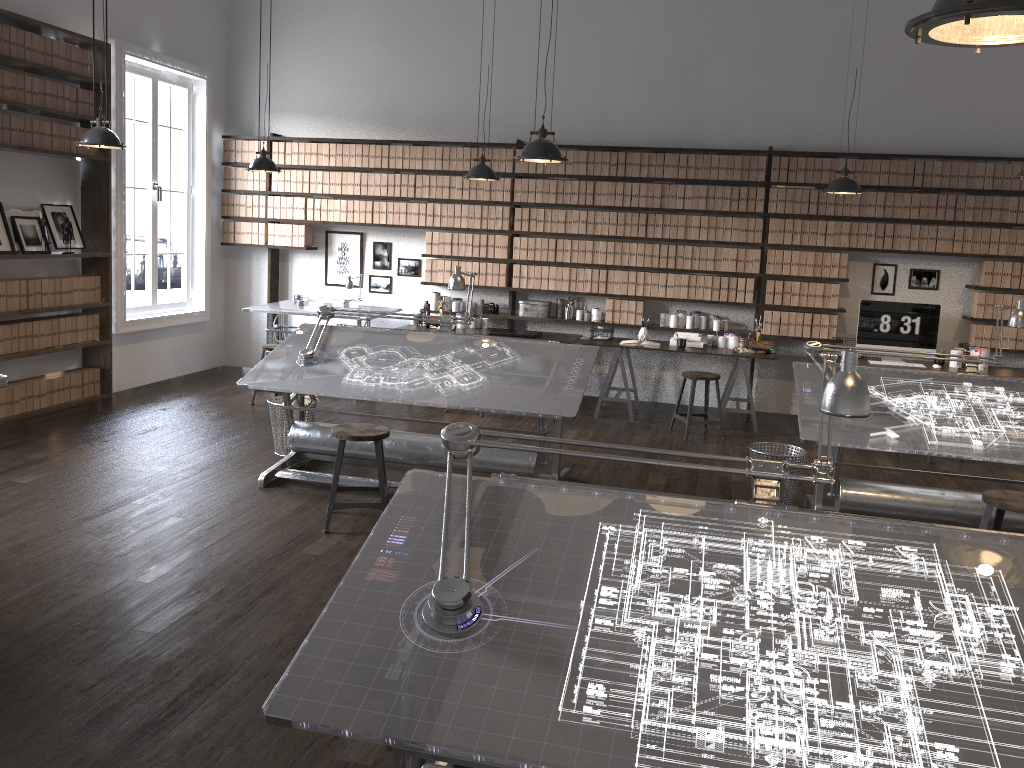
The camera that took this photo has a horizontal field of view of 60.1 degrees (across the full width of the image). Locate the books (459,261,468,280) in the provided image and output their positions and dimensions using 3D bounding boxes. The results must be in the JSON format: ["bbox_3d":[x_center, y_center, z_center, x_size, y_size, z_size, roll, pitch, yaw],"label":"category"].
[{"bbox_3d":[-0.472,-1.101,8.749,0.067,0.224,0.175,5,8,13],"label":"books"}]

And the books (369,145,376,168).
[{"bbox_3d":[-1.363,-2.263,8.832,0.067,0.224,0.175,5,8,13],"label":"books"}]

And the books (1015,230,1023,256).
[{"bbox_3d":[4.327,-1.207,7.579,0.067,0.224,0.175,5,8,13],"label":"books"}]

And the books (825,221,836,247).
[{"bbox_3d":[2.839,-1.342,7.924,0.067,0.224,0.175,5,8,13],"label":"books"}]

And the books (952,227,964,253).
[{"bbox_3d":[3.856,-1.250,7.687,0.067,0.224,0.175,5,8,13],"label":"books"}]

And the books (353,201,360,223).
[{"bbox_3d":[-1.535,-1.732,8.932,0.067,0.224,0.175,5,8,13],"label":"books"}]

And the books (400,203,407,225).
[{"bbox_3d":[-1.055,-1.688,8.817,0.067,0.224,0.175,5,8,13],"label":"books"}]

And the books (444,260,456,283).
[{"bbox_3d":[-0.609,-1.113,8.775,0.067,0.224,0.175,5,8,13],"label":"books"}]

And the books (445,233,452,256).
[{"bbox_3d":[-0.603,-1.380,8.743,0.067,0.224,0.175,5,8,13],"label":"books"}]

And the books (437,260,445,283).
[{"bbox_3d":[-0.679,-1.119,8.793,0.067,0.224,0.175,5,8,13],"label":"books"}]

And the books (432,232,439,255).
[{"bbox_3d":[-0.728,-1.391,8.775,0.067,0.224,0.175,5,8,13],"label":"books"}]

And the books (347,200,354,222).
[{"bbox_3d":[-1.598,-1.737,8.942,0.067,0.224,0.175,5,8,13],"label":"books"}]

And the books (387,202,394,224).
[{"bbox_3d":[-1.188,-1.701,8.854,0.067,0.224,0.175,5,8,13],"label":"books"}]

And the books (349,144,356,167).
[{"bbox_3d":[-1.565,-2.281,8.878,0.067,0.224,0.175,5,8,13],"label":"books"}]

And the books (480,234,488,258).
[{"bbox_3d":[-0.257,-1.349,8.664,0.067,0.224,0.175,5,8,13],"label":"books"}]

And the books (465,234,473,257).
[{"bbox_3d":[-0.399,-1.362,8.698,0.067,0.224,0.175,5,8,13],"label":"books"}]

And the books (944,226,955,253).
[{"bbox_3d":[3.786,-1.256,7.703,0.067,0.224,0.175,5,8,13],"label":"books"}]

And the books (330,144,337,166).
[{"bbox_3d":[-1.769,-2.299,8.923,0.067,0.224,0.175,5,8,13],"label":"books"}]

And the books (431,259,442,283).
[{"bbox_3d":[-0.740,-1.125,8.809,0.067,0.224,0.175,5,8,13],"label":"books"}]

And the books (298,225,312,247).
[{"bbox_3d":[-2.122,-1.518,9.097,0.067,0.224,0.175,5,8,13],"label":"books"}]

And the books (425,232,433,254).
[{"bbox_3d":[-0.799,-1.398,8.789,0.067,0.224,0.175,5,8,13],"label":"books"}]

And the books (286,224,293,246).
[{"bbox_3d":[-2.259,-1.529,9.124,0.067,0.224,0.175,5,8,13],"label":"books"}]

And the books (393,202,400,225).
[{"bbox_3d":[-1.119,-1.695,8.838,0.067,0.224,0.175,5,8,13],"label":"books"}]

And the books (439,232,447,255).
[{"bbox_3d":[-0.666,-1.386,8.762,0.067,0.224,0.175,5,8,13],"label":"books"}]

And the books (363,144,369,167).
[{"bbox_3d":[-1.425,-2.268,8.842,0.067,0.224,0.175,5,8,13],"label":"books"}]

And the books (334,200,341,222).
[{"bbox_3d":[-1.737,-1.750,8.977,0.067,0.224,0.175,5,8,13],"label":"books"}]

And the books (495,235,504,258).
[{"bbox_3d":[-0.111,-1.336,8.634,0.067,0.224,0.175,5,8,13],"label":"books"}]

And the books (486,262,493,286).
[{"bbox_3d":[-0.202,-1.076,8.684,0.067,0.224,0.175,5,8,13],"label":"books"}]

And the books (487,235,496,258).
[{"bbox_3d":[-0.184,-1.343,8.653,0.067,0.224,0.175,5,8,13],"label":"books"}]

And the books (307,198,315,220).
[{"bbox_3d":[-2.021,-1.776,9.043,0.067,0.224,0.175,5,8,13],"label":"books"}]

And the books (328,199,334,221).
[{"bbox_3d":[-1.804,-1.757,8.997,0.067,0.224,0.175,5,8,13],"label":"books"}]

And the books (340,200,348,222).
[{"bbox_3d":[-1.668,-1.743,8.958,0.067,0.224,0.175,5,8,13],"label":"books"}]

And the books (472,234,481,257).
[{"bbox_3d":[-0.329,-1.356,8.686,0.067,0.224,0.175,5,8,13],"label":"books"}]

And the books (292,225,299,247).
[{"bbox_3d":[-2.189,-1.524,9.115,0.067,0.224,0.175,5,8,13],"label":"books"}]

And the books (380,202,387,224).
[{"bbox_3d":[-1.258,-1.707,8.866,0.067,0.224,0.175,5,8,13],"label":"books"}]

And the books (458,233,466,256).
[{"bbox_3d":[-0.467,-1.368,8.718,0.067,0.224,0.175,5,8,13],"label":"books"}]

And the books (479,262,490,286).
[{"bbox_3d":[-0.265,-1.081,8.694,0.067,0.224,0.175,5,8,13],"label":"books"}]

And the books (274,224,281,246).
[{"bbox_3d":[-2.384,-1.541,9.156,0.067,0.224,0.175,5,8,13],"label":"books"}]

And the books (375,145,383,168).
[{"bbox_3d":[-1.298,-2.258,8.820,0.067,0.224,0.175,5,8,13],"label":"books"}]

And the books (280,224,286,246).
[{"bbox_3d":[-2.322,-1.536,9.143,0.067,0.224,0.175,5,8,13],"label":"books"}]

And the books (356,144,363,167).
[{"bbox_3d":[-1.495,-2.274,8.858,0.067,0.224,0.175,5,8,13],"label":"books"}]

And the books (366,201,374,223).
[{"bbox_3d":[-1.400,-1.719,8.898,0.067,0.224,0.175,5,8,13],"label":"books"}]

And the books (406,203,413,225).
[{"bbox_3d":[-0.989,-1.683,8.807,0.067,0.224,0.175,5,8,13],"label":"books"}]

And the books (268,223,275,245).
[{"bbox_3d":[-2.455,-1.547,9.170,0.067,0.224,0.175,5,8,13],"label":"books"}]

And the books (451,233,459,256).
[{"bbox_3d":[-0.536,-1.375,8.733,0.067,0.224,0.175,5,8,13],"label":"books"}]

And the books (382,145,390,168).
[{"bbox_3d":[-1.228,-2.250,8.798,0.067,0.224,0.175,5,8,13],"label":"books"}]

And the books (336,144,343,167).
[{"bbox_3d":[-1.700,-2.294,8.911,0.067,0.224,0.175,5,8,13],"label":"books"}]

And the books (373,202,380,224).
[{"bbox_3d":[-1.326,-1.714,8.886,0.067,0.224,0.175,5,8,13],"label":"books"}]

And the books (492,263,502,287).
[{"bbox_3d":[-0.138,-1.071,8.672,0.067,0.224,0.175,5,8,13],"label":"books"}]

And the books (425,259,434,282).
[{"bbox_3d":[-0.806,-1.130,8.819,0.067,0.224,0.175,5,8,13],"label":"books"}]

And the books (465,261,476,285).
[{"bbox_3d":[-0.405,-1.094,8.730,0.067,0.224,0.175,5,8,13],"label":"books"}]

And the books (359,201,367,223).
[{"bbox_3d":[-1.471,-1.727,8.920,0.067,0.224,0.175,5,8,13],"label":"books"}]

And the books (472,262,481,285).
[{"bbox_3d":[-0.335,-1.087,8.710,0.067,0.224,0.175,5,8,13],"label":"books"}]

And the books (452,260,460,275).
[{"bbox_3d":[-0.540,-1.107,8.763,0.067,0.224,0.175,5,8,13],"label":"books"}]

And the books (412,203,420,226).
[{"bbox_3d":[-0.928,-1.677,8.791,0.067,0.224,0.175,5,8,13],"label":"books"}]

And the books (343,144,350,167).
[{"bbox_3d":[-1.632,-2.288,8.897,0.067,0.224,0.175,5,8,13],"label":"books"}]

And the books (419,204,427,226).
[{"bbox_3d":[-0.858,-1.670,8.773,0.067,0.224,0.175,5,8,13],"label":"books"}]
